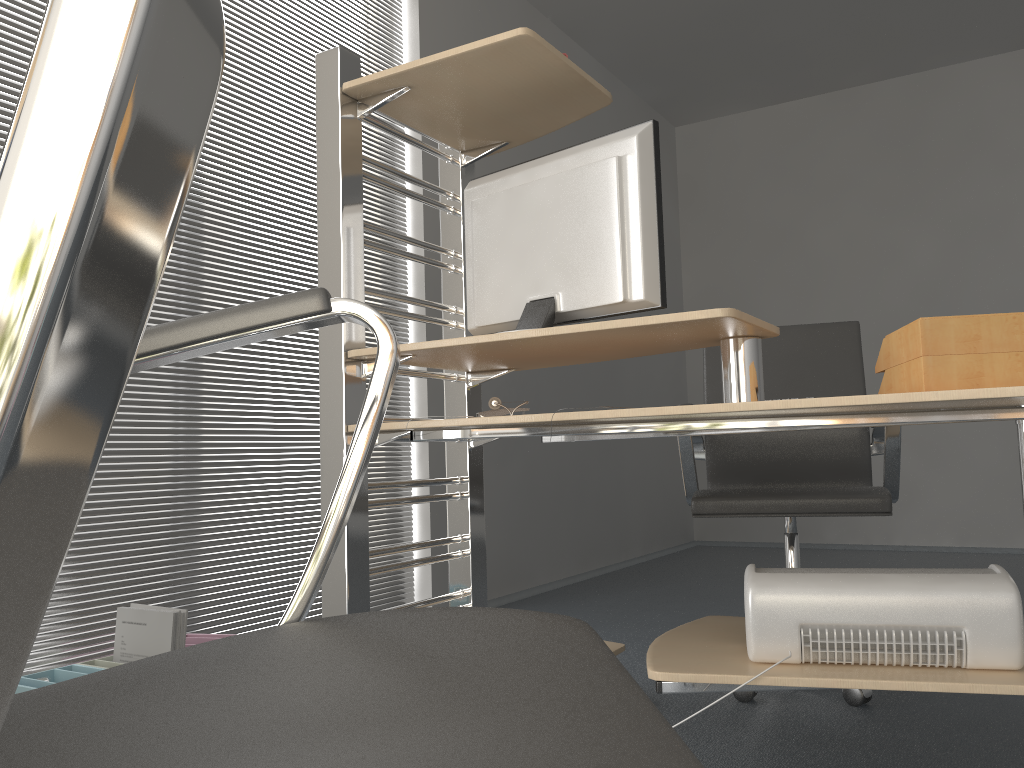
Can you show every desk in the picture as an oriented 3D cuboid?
[{"bbox_3d":[0.457,0.018,1.956,1.469,1.566,0.967,-4,-5,31],"label":"desk"}]

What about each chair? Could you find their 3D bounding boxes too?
[{"bbox_3d":[-0.250,0.172,0.397,0.652,1.048,0.584,-1,-5,-4],"label":"chair"},{"bbox_3d":[0.792,0.315,2.539,0.584,1.048,0.652,-3,-5,17],"label":"chair"}]

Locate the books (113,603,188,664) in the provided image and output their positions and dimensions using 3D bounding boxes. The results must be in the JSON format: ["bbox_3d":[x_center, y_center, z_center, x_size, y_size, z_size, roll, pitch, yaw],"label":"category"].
[{"bbox_3d":[-0.881,0.696,2.142,0.220,0.306,0.068,-5,-5,31],"label":"books"}]

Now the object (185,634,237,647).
[{"bbox_3d":[-0.795,0.779,2.331,0.245,0.202,0.185,-3,-5,13],"label":"object"}]

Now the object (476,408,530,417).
[{"bbox_3d":[-0.022,0.082,2.219,0.134,0.042,0.022,0,-5,-17],"label":"object"}]

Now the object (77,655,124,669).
[{"bbox_3d":[-0.887,0.765,2.124,0.245,0.202,0.185,-5,-5,31],"label":"object"}]

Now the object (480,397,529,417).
[{"bbox_3d":[0.003,0.062,2.118,0.159,0.064,0.054,-2,-5,-2],"label":"object"}]

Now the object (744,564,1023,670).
[{"bbox_3d":[0.659,0.407,1.643,0.438,0.162,0.351,-3,-5,15],"label":"object"}]

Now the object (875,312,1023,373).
[{"bbox_3d":[0.764,-0.066,1.492,0.225,0.060,0.309,-3,-5,10],"label":"object"}]

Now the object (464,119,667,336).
[{"bbox_3d":[0.053,-0.295,1.877,0.245,0.418,0.516,2,-6,-37],"label":"object"}]

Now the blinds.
[{"bbox_3d":[-0.938,-0.564,2.821,0.022,2.770,1.950,-4,-5,31],"label":"blinds"}]

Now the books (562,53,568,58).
[{"bbox_3d":[-0.062,-0.690,2.061,0.262,0.072,0.320,1,-5,-27],"label":"books"}]

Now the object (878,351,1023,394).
[{"bbox_3d":[0.765,-0.010,1.487,0.225,0.060,0.309,-3,-5,10],"label":"object"}]

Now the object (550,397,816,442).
[{"bbox_3d":[0.354,0.076,1.876,0.478,0.082,0.814,-5,-6,38],"label":"object"}]

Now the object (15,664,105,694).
[{"bbox_3d":[-0.982,0.755,1.965,0.245,0.202,0.185,-5,-5,31],"label":"object"}]
